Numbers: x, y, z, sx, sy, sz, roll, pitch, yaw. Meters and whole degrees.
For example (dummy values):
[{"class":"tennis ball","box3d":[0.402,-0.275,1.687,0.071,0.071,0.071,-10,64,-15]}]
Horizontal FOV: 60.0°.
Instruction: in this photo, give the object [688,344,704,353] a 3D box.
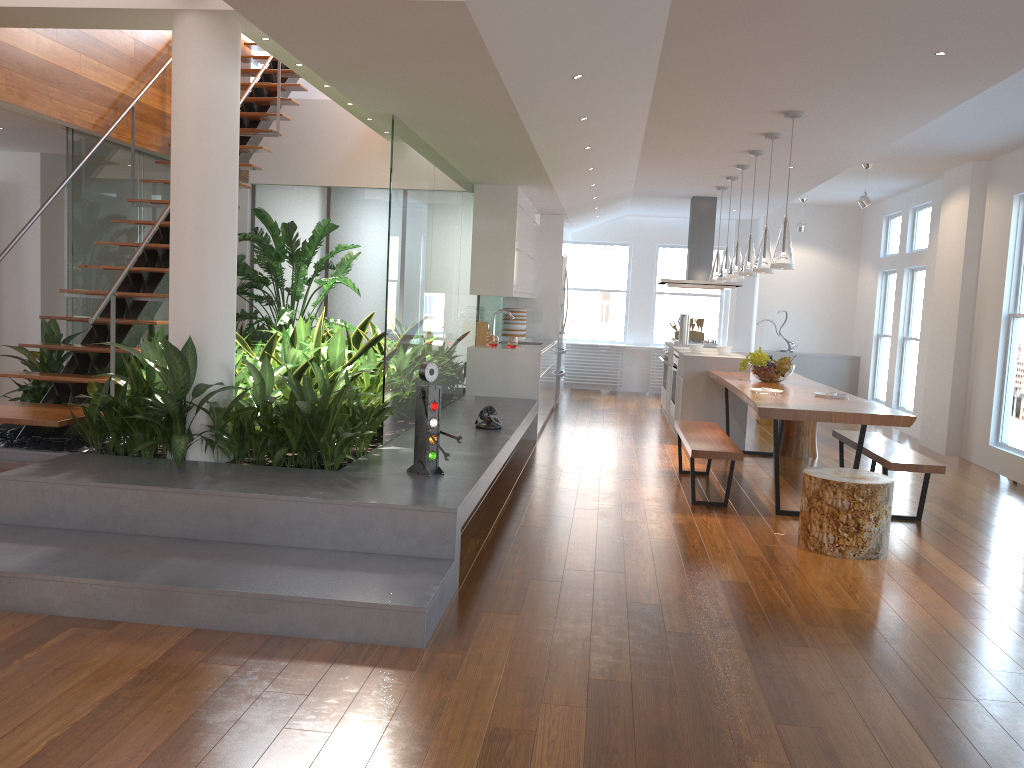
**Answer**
[{"class":"object","box3d":[1.771,-0.340,8.541,0.152,0.082,0.152,-3,8,-44]}]

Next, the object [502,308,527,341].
[{"class":"object","box3d":[0.024,-0.658,9.813,0.267,0.356,0.266,6,6,32]}]

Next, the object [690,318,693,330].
[{"class":"object","box3d":[2.170,-0.656,10.823,0.061,0.299,0.040,3,5,4]}]

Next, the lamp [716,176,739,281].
[{"class":"lamp","box3d":[2.090,-1.527,8.553,0.160,1.060,0.160,6,6,33]}]

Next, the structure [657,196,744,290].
[{"class":"structure","box3d":[2.190,-1.813,10.229,0.909,1.405,0.900,3,5,6]}]

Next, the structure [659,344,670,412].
[{"class":"structure","box3d":[2.064,-0.070,10.415,0.649,0.735,0.890,3,5,6]}]

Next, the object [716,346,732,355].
[{"class":"object","box3d":[2.005,-0.314,8.393,0.152,0.082,0.152,-1,6,-33]}]

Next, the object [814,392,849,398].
[{"class":"object","box3d":[2.170,0.078,6.031,0.222,0.020,0.222,3,5,-2]}]

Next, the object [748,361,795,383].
[{"class":"object","box3d":[2.062,-0.088,7.060,0.360,0.159,0.360,0,6,-30]}]

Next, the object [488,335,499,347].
[{"class":"object","box3d":[-0.173,-0.401,8.272,0.094,0.106,0.094,4,6,12]}]

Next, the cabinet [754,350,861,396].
[{"class":"cabinet","box3d":[3.942,-0.055,11.970,1.309,0.725,0.420,3,5,6]}]

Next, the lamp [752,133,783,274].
[{"class":"lamp","box3d":[1.853,-1.334,6.406,0.160,1.060,0.160,6,6,33]}]

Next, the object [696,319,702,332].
[{"class":"object","box3d":[2.265,-0.648,10.796,0.068,0.298,0.039,3,5,6]}]

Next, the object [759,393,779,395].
[{"class":"object","box3d":[1.728,0.064,5.990,0.149,0.014,0.044,3,5,5]}]

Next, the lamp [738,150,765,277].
[{"class":"lamp","box3d":[1.932,-1.398,7.121,0.160,1.060,0.160,6,6,33]}]

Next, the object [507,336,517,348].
[{"class":"object","box3d":[0.002,-0.386,8.207,0.094,0.106,0.094,4,6,12]}]

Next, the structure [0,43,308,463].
[{"class":"structure","box3d":[-1.569,-1.712,6.557,2.552,4.265,4.591,3,5,6]}]

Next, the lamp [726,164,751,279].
[{"class":"lamp","box3d":[2.011,-1.463,7.837,0.160,1.060,0.160,6,6,33]}]

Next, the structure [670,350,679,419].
[{"class":"structure","box3d":[1.665,-0.002,9.040,0.072,0.648,0.644,3,5,6]}]

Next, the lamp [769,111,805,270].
[{"class":"lamp","box3d":[1.774,-1.270,5.690,0.160,1.060,0.160,6,6,33]}]

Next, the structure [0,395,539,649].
[{"class":"structure","box3d":[-1.531,0.433,6.076,3.088,0.386,5.584,3,5,6]}]

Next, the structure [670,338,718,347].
[{"class":"structure","box3d":[2.127,-0.492,10.382,0.520,0.073,0.650,3,5,6]}]

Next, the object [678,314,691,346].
[{"class":"object","box3d":[1.942,-0.601,9.930,0.172,0.356,0.120,-1,7,-36]}]

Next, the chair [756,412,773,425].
[{"class":"chair","box3d":[2.999,0.229,10.119,0.344,0.430,0.549,4,5,10]}]

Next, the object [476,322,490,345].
[{"class":"object","box3d":[-0.281,-0.487,8.550,0.104,0.222,0.200,3,5,6]}]

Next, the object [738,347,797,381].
[{"class":"object","box3d":[2.042,-0.153,7.071,0.394,0.284,0.292,0,6,-30]}]

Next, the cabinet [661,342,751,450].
[{"class":"cabinet","box3d":[2.003,0.038,9.515,0.597,0.832,2.936,3,5,6]}]

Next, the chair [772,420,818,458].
[{"class":"chair","box3d":[2.552,0.408,7.947,0.396,0.455,0.402,2,5,-4]}]

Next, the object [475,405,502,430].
[{"class":"object","box3d":[-0.174,0.226,6.085,0.216,0.155,0.181,0,6,-29]}]

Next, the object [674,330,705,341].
[{"class":"object","box3d":[2.164,-0.576,10.821,0.353,0.157,0.084,3,5,6]}]

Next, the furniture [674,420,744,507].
[{"class":"furniture","box3d":[1.337,0.546,6.199,0.316,0.389,1.433,3,5,6]}]

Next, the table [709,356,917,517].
[{"class":"table","box3d":[2.179,0.244,8.103,0.893,0.704,5.996,3,5,6]}]

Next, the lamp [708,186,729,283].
[{"class":"lamp","box3d":[2.169,-1.591,9.269,0.160,1.060,0.160,6,6,33]}]

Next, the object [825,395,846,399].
[{"class":"object","box3d":[2.172,0.088,5.924,0.158,0.017,0.019,3,5,1]}]

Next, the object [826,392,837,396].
[{"class":"object","box3d":[2.170,0.072,6.030,0.070,0.030,0.079,-2,7,-40]}]

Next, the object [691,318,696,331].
[{"class":"object","box3d":[2.202,-0.652,10.800,0.057,0.299,0.019,3,5,6]}]

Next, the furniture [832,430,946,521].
[{"class":"furniture","box3d":[2.521,0.614,6.074,0.316,0.389,1.433,3,5,6]}]

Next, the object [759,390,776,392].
[{"class":"object","box3d":[1.756,0.054,6.122,0.124,0.011,0.124,6,6,27]}]

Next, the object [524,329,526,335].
[{"class":"object","box3d":[0.029,-0.612,10.207,0.284,0.196,0.265,-2,7,-42]}]

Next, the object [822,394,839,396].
[{"class":"object","box3d":[2.170,0.083,6.031,0.124,0.011,0.124,2,6,-12]}]

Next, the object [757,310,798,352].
[{"class":"object","box3d":[3.586,-0.714,11.906,0.590,0.563,0.210,0,6,-23]}]

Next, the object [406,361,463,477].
[{"class":"object","box3d":[-0.368,0.177,4.369,0.318,0.565,0.134,8,7,42]}]

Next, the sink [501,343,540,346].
[{"class":"sink","box3d":[0.083,-0.307,9.250,0.449,0.192,0.666,3,5,6]}]

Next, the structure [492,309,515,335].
[{"class":"structure","box3d":[-0.098,-0.517,9.279,0.248,0.536,0.115,3,5,6]}]

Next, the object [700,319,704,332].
[{"class":"object","box3d":[2.304,-0.647,10.810,0.057,0.294,0.030,3,5,6]}]

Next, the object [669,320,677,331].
[{"class":"object","box3d":[2.014,-0.648,10.839,0.199,0.259,0.016,4,6,16]}]

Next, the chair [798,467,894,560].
[{"class":"chair","box3d":[1.805,0.691,4.808,0.460,0.400,0.460,4,6,16]}]

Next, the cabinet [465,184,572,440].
[{"class":"cabinet","box3d":[0.195,-0.830,10.234,0.676,2.280,4.565,3,5,6]}]

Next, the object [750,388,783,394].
[{"class":"object","box3d":[1.757,0.050,6.122,0.222,0.020,0.222,-2,7,-43]}]

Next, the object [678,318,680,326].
[{"class":"object","box3d":[2.052,-0.663,10.836,0.055,0.299,0.027,3,5,6]}]

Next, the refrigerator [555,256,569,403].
[{"class":"refrigerator","box3d":[0.320,-0.679,10.984,0.725,1.772,0.908,3,5,6]}]

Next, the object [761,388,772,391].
[{"class":"object","box3d":[1.757,0.044,6.121,0.070,0.030,0.079,0,6,-30]}]
